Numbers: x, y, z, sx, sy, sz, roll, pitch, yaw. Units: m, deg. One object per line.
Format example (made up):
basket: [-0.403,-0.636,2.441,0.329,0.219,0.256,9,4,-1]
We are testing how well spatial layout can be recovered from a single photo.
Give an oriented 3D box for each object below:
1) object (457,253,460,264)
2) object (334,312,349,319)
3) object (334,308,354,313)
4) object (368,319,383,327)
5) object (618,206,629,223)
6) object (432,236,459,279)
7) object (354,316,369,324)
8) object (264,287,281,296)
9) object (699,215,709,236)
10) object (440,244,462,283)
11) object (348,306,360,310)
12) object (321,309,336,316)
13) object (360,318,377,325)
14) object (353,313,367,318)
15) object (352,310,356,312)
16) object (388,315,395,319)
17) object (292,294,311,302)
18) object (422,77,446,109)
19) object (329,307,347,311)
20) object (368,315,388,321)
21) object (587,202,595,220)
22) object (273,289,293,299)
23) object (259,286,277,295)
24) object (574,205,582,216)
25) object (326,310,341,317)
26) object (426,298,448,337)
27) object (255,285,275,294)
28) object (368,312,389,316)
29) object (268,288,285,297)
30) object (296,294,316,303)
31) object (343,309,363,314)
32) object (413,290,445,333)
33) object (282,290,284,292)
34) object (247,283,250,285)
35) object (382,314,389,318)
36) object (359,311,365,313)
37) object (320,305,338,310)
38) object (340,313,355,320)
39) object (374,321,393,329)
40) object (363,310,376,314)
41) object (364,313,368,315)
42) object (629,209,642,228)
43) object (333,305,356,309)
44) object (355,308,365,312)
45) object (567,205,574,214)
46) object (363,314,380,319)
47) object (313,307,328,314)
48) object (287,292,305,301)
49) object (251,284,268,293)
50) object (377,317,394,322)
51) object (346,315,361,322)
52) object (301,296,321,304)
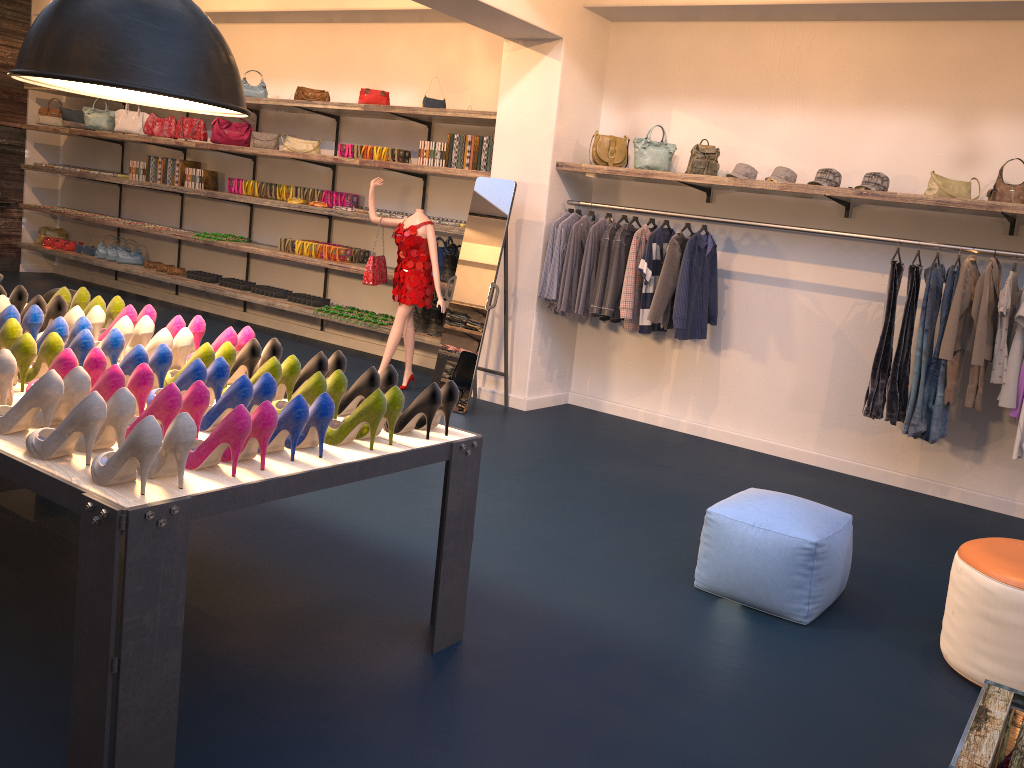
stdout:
object: [-0.349,-1.014,7.409,0.151,0.352,0.370,11,10,34]
object: [-1.570,-0.638,8.039,0.078,0.057,0.251,13,12,30]
object: [-1.571,-0.680,8.104,0.079,0.063,0.256,15,13,41]
object: [-1.222,-0.551,7.827,0.078,0.057,0.251,13,12,30]
object: [0.848,-1.238,6.574,0.009,0.217,0.465,11,10,35]
object: [-0.607,-1.107,7.623,0.408,0.386,0.165,-1,10,-42]
object: [-1.364,-0.586,7.914,0.078,0.057,0.251,13,12,30]
object: [-2.404,-0.928,8.760,0.199,0.087,0.062,2,9,-26]
object: [1.385,-1.107,6.266,0.009,0.217,0.465,11,10,35]
object: [-0.483,-1.046,7.531,0.201,0.335,0.408,13,11,41]
object: [-1.514,-0.711,8.316,0.079,0.074,0.249,10,11,22]
object: [-1.712,-0.673,8.126,0.078,0.057,0.251,13,12,30]
object: [-1.301,-0.567,7.859,0.078,0.057,0.251,13,12,30]
object: [-1.367,-0.628,7.979,0.077,0.062,0.256,14,13,38]
object: [-1.542,-0.669,8.218,0.078,0.057,0.251,13,12,30]
object: [-1.115,-0.608,8.039,0.083,0.072,0.244,9,11,13]
object: [-2.076,-0.846,8.559,0.202,0.087,0.061,-1,11,-40]
object: [-0.660,-2.494,7.465,0.214,0.277,0.055,3,7,-26]
object: [-1.621,-0.697,8.169,0.077,0.067,0.256,15,13,40]
object: [-1.222,-0.593,7.892,0.079,0.063,0.256,15,13,41]
object: [0.611,-1.297,6.720,0.009,0.217,0.465,11,10,35]
object: [-2.299,-0.902,8.695,0.195,0.087,0.063,4,8,-18]
object: [-2.460,-0.942,8.795,0.199,0.087,0.062,2,9,-26]
object: [0.514,-1.320,6.774,0.009,0.217,0.465,11,10,35]
object: [-1.649,-0.654,8.071,0.078,0.057,0.251,13,12,30]
object: [-0.608,-0.592,7.640,0.201,0.335,0.408,13,11,41]
object: [-2.514,-0.956,8.827,0.199,0.087,0.062,2,9,-28]
object: [-1.277,-0.647,8.139,0.251,0.053,0.080,2,11,-26]
object: [-2.352,-0.915,8.727,0.197,0.087,0.063,3,9,-22]
object: [-2.021,-0.832,8.526,0.201,0.087,0.061,1,10,-34]
object: [-1.478,-0.662,8.082,0.078,0.067,0.256,15,13,40]
object: [-0.732,-0.653,7.733,0.408,0.386,0.165,-1,10,-42]
object: [-2.295,-0.928,8.688,0.050,0.022,0.011,4,8,-19]
object: [-2.713,-1.033,8.946,0.011,0.022,0.051,11,11,34]
object: [-1.166,-0.624,8.104,0.079,0.074,0.249,10,11,22]
object: [-1.462,-0.652,8.186,0.078,0.057,0.251,13,12,30]
object: [-1.713,-0.714,8.191,0.077,0.062,0.256,14,13,38]
object: [-1.507,-0.619,7.984,0.078,0.057,0.251,13,12,30]
object: [-1.159,-0.532,7.772,0.078,0.057,0.251,13,12,30]
object: [-1.370,-0.677,8.229,0.082,0.067,0.246,9,11,14]
object: [-1.400,-0.633,8.131,0.078,0.057,0.251,13,12,30]
object: [0.925,-1.218,6.528,0.009,0.217,0.465,11,10,35]
object: [-1.625,-0.734,8.351,0.251,0.053,0.080,2,11,-26]
object: [-1.463,-0.693,8.251,0.083,0.072,0.244,9,11,13]
object: [0.461,-1.333,6.807,0.009,0.217,0.465,11,10,35]
object: [-1.273,-0.610,7.957,0.077,0.067,0.256,15,13,40]
object: [-1.791,-0.691,8.164,0.078,0.057,0.251,13,12,30]
object: [-2.129,-0.859,8.592,0.202,0.087,0.061,-1,11,-39]
object: [-2.567,-0.969,8.860,0.200,0.087,0.061,1,10,-32]
object: [-1.130,-0.575,7.870,0.078,0.067,0.256,15,13,40]
object: [-1.443,-0.604,7.952,0.078,0.057,0.251,13,12,30]
object: [-1.966,-0.818,8.492,0.201,0.087,0.061,1,10,-33]
